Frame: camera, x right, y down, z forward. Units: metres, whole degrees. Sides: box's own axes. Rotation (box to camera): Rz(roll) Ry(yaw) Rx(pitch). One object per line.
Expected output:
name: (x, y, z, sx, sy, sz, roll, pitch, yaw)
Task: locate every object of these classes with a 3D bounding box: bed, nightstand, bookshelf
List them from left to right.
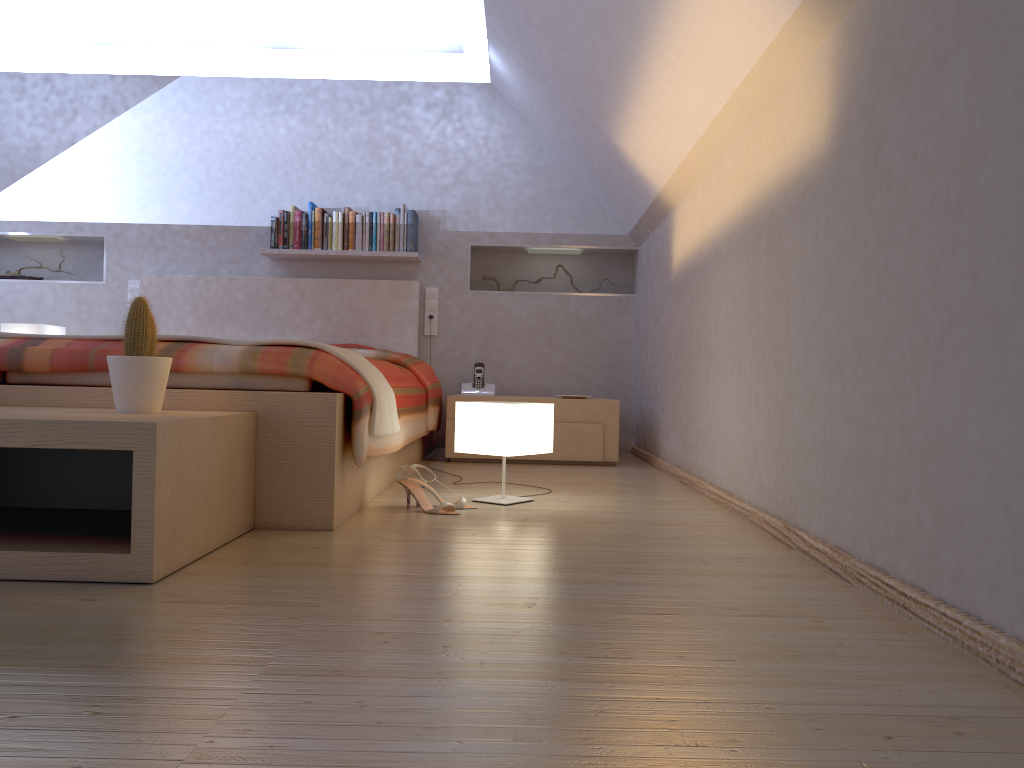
bookshelf: (-1.418, 0.206, 1.992, 1.495, 0.303, 0.643, 1, 0, 0)
bed: (-1.400, -0.135, 3.819, 2.087, 0.994, 3.009, 1, 0, 0)
bookshelf: (-1.000, -0.757, 5.228, 0.916, 0.028, 0.223, 1, 0, 0)
nightstand: (0.103, 0.236, 4.810, 0.859, 0.329, 0.847, 1, 0, 0)

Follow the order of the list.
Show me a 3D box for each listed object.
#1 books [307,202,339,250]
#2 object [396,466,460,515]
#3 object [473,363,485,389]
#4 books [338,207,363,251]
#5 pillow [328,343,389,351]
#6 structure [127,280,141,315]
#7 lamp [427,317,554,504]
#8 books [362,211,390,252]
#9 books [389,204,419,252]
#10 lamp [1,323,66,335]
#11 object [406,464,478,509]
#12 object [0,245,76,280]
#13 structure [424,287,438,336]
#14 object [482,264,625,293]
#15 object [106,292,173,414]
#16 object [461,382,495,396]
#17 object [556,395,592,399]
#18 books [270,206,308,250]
books: (-1.097, -0.915, 5.233, 0.178, 0.281, 0.200, 1, 0, 0)
object: (-0.256, 0.321, 2.711, 0.235, 0.132, 0.079, 1, 0, 32)
object: (-0.192, -0.040, 5.141, 0.060, 0.169, 0.079, 1, 0, 0)
books: (-0.939, -0.901, 5.228, 0.140, 0.260, 0.209, 1, 0, 0)
pillow: (-0.973, -0.144, 4.993, 0.566, 0.188, 0.497, 1, 0, 1)
structure: (-2.272, -0.480, 5.342, 0.077, 0.286, 0.034, 1, 0, 0)
lamp: (-0.170, -0.003, 4.075, 0.396, 0.788, 2.551, 1, 0, -9)
books: (-0.790, -0.883, 5.232, 0.159, 0.231, 0.200, 1, 0, 0)
books: (-0.637, -0.904, 5.231, 0.145, 0.281, 0.200, 1, 0, 0)
lamp: (-2.582, -0.124, 5.093, 0.318, 0.515, 0.684, 1, 0, 29)
object: (-0.223, 0.322, 2.809, 0.235, 0.132, 0.079, 1, 0, 6)
object: (-2.960, -0.752, 5.498, 0.589, 0.242, 0.183, 1, 0, -1)
structure: (-0.485, -0.436, 5.334, 0.077, 0.286, 0.034, 1, 0, 0)
object: (0.264, -0.644, 5.479, 0.905, 0.193, 0.085, 1, 0, 1)
object: (-0.878, -0.071, 2.092, 0.144, 0.294, 0.144, 1, 0, 25)
object: (-0.194, 0.025, 5.121, 0.192, 0.087, 0.153, 1, 0, 0)
object: (0.317, 0.067, 4.568, 0.179, 0.015, 0.177, 1, 0, 1)
books: (-1.291, -0.909, 5.226, 0.209, 0.260, 0.215, 1, 0, 0)
